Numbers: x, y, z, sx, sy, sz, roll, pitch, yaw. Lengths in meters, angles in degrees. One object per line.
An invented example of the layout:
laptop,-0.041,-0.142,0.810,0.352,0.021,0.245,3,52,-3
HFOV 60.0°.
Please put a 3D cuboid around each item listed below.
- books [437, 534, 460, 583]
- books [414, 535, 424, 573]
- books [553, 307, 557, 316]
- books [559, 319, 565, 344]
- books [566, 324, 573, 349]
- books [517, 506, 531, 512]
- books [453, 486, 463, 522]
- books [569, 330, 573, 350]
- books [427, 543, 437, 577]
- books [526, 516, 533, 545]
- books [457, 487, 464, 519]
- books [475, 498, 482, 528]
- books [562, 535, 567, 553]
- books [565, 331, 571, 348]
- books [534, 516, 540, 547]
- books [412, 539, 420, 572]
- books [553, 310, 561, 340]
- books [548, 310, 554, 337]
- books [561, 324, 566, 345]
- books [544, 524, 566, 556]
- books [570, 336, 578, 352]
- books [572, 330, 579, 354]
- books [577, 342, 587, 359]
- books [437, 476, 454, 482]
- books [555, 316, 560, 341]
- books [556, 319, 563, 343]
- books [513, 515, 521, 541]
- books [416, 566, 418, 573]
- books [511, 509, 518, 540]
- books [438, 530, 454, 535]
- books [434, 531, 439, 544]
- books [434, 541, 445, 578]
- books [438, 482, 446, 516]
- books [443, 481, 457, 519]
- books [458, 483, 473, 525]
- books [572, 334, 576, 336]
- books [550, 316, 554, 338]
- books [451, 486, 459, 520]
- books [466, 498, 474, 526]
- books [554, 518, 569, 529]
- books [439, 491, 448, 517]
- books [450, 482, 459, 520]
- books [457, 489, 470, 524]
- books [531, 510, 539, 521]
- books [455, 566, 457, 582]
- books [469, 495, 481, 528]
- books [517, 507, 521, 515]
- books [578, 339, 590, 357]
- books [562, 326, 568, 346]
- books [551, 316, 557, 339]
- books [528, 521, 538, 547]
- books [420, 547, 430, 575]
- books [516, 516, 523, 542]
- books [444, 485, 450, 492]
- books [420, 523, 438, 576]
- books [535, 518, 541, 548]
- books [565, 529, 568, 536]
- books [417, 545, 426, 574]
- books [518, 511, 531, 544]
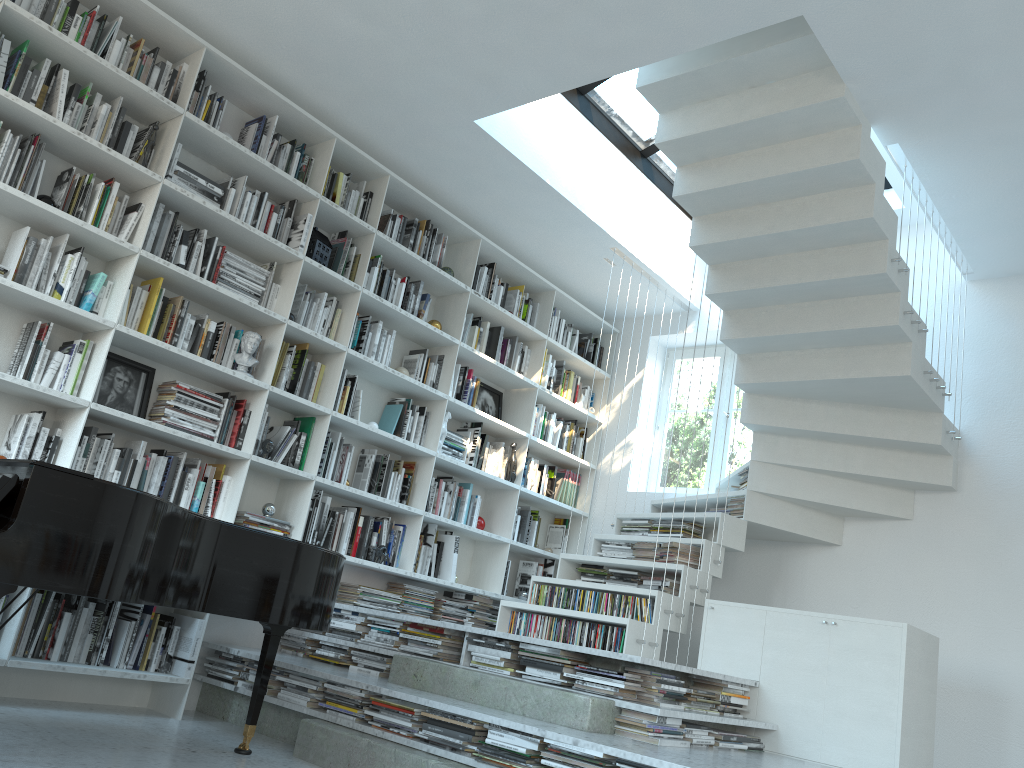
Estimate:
books,-0.456,1.110,5.671,0.255,0.290,0.075,-3,-21,40
books,-0.631,1.058,5.522,0.156,0.243,0.015,-3,-21,40
books,0.246,-0.418,6.673,0.151,0.325,0.012,-3,-21,40
books,0.306,-0.358,6.727,0.179,0.263,0.029,-3,-21,40
books,0.383,-0.323,6.831,0.159,0.284,0.012,-3,-21,40
books,0.056,1.022,6.359,0.141,0.296,0.013,-3,-21,40
books,-0.407,0.789,5.786,0.177,0.248,0.014,-3,-21,40
books,0.393,-0.309,6.835,0.143,0.262,0.015,-3,-21,40
books,-0.556,1.113,5.611,0.184,0.216,0.052,-3,-21,40
books,0.063,1.057,6.356,0.172,0.230,0.014,-3,-21,40
books,-0.402,0.801,5.831,0.161,0.253,0.012,-3,-21,40
books,-0.292,0.871,5.942,0.170,0.222,0.027,-3,-21,40
books,0.331,1.225,6.664,0.167,0.181,0.028,-3,-21,40
books,0.364,-0.296,6.797,0.163,0.207,0.026,-3,-21,40
books,0.117,1.077,6.432,0.161,0.253,0.012,-3,-21,40
books,-0.654,1.066,5.512,0.163,0.213,0.023,-3,-21,40
books,0.263,-0.405,6.669,0.184,0.305,0.012,-3,-21,40
books,0.219,-0.415,6.598,0.184,0.268,0.012,-3,-21,40
books,0.323,-0.337,6.758,0.154,0.249,0.027,-3,-21,40
books,0.320,1.185,6.664,0.161,0.253,0.012,-3,-21,40
books,0.413,-0.273,6.851,0.163,0.211,0.057,-3,-21,40
books,0.453,-0.281,6.914,0.132,0.276,0.069,-3,-21,40
books,0.494,-0.228,6.919,0.186,0.192,0.024,-3,-21,40
books,-0.459,0.742,5.749,0.147,0.298,0.013,-3,-21,40
books,0.274,-0.379,6.695,0.148,0.274,0.027,-3,-21,40
books,0.291,-0.364,6.708,0.163,0.258,0.022,-3,-21,40
books,-0.028,1.020,6.238,0.172,0.201,0.029,-3,-21,40
books,-0.631,1.081,5.540,0.137,0.209,0.025,-3,-21,40
books,-0.044,0.993,6.229,0.151,0.241,0.022,-3,-21,40
books,-0.459,1.116,5.755,0.136,0.325,0.012,-3,-21,40
books,-0.546,1.083,5.659,0.131,0.303,0.010,-3,-21,40
books,-0.525,1.119,5.653,0.171,0.238,0.031,-3,-21,40
books,-0.521,0.742,5.681,0.177,0.238,0.026,-3,-21,40
books,-0.459,0.755,5.714,0.191,0.254,0.028,-3,-21,40
books,-0.357,0.797,5.852,0.181,0.289,0.026,-3,-21,40
books,0.426,-0.272,6.887,0.131,0.235,0.010,-3,-21,40
books,0.223,-0.390,6.607,0.175,0.228,0.022,-3,-21,40
books,-0.435,0.785,5.784,0.165,0.246,0.026,-3,-21,40
books,-0.344,0.852,5.870,0.189,0.200,0.030,-3,-21,40
books,0.355,1.176,6.722,0.129,0.314,0.013,-3,-21,40
books,-0.500,0.777,5.684,0.186,0.181,0.028,-3,-21,40
books,-0.441,0.763,5.741,0.186,0.261,0.012,-3,-21,40
books,-0.373,0.810,5.826,0.189,0.243,0.023,-3,-21,40
books,0.108,1.051,6.404,0.161,0.283,0.011,-3,-21,40
books,-0.416,1.161,5.784,0.148,0.273,0.062,-3,-21,40
books,-0.306,0.857,5.925,0.181,0.235,0.025,-3,-21,40
books,-0.020,0.999,6.278,0.133,0.266,0.024,-3,-21,40
books,0.514,-0.237,6.970,0.160,0.246,0.068,-3,-21,40
books,0.345,-0.323,6.770,0.143,0.236,0.025,-3,-21,40
books,0.241,-0.385,6.640,0.182,0.243,0.023,-3,-21,40
books,0.097,1.083,6.377,0.174,0.205,0.021,-3,-21,40
books,-0.594,1.111,5.571,0.149,0.184,0.024,-3,-21,40
books,-0.005,1.035,6.283,0.149,0.207,0.025,-3,-21,40
books,-0.491,0.762,5.711,0.179,0.229,0.012,-3,-21,40
books,-0.567,1.047,5.603,0.169,0.332,0.014,-3,-21,40
books,0.127,1.088,6.436,0.166,0.239,0.013,-3,-21,40
books,0.343,1.207,6.694,0.152,0.236,0.022,-3,-21,40
books,-0.616,1.101,5.557,0.140,0.187,0.030,-3,-21,40
books,0.035,1.023,6.291,0.184,0.248,0.027,-3,-21,40
